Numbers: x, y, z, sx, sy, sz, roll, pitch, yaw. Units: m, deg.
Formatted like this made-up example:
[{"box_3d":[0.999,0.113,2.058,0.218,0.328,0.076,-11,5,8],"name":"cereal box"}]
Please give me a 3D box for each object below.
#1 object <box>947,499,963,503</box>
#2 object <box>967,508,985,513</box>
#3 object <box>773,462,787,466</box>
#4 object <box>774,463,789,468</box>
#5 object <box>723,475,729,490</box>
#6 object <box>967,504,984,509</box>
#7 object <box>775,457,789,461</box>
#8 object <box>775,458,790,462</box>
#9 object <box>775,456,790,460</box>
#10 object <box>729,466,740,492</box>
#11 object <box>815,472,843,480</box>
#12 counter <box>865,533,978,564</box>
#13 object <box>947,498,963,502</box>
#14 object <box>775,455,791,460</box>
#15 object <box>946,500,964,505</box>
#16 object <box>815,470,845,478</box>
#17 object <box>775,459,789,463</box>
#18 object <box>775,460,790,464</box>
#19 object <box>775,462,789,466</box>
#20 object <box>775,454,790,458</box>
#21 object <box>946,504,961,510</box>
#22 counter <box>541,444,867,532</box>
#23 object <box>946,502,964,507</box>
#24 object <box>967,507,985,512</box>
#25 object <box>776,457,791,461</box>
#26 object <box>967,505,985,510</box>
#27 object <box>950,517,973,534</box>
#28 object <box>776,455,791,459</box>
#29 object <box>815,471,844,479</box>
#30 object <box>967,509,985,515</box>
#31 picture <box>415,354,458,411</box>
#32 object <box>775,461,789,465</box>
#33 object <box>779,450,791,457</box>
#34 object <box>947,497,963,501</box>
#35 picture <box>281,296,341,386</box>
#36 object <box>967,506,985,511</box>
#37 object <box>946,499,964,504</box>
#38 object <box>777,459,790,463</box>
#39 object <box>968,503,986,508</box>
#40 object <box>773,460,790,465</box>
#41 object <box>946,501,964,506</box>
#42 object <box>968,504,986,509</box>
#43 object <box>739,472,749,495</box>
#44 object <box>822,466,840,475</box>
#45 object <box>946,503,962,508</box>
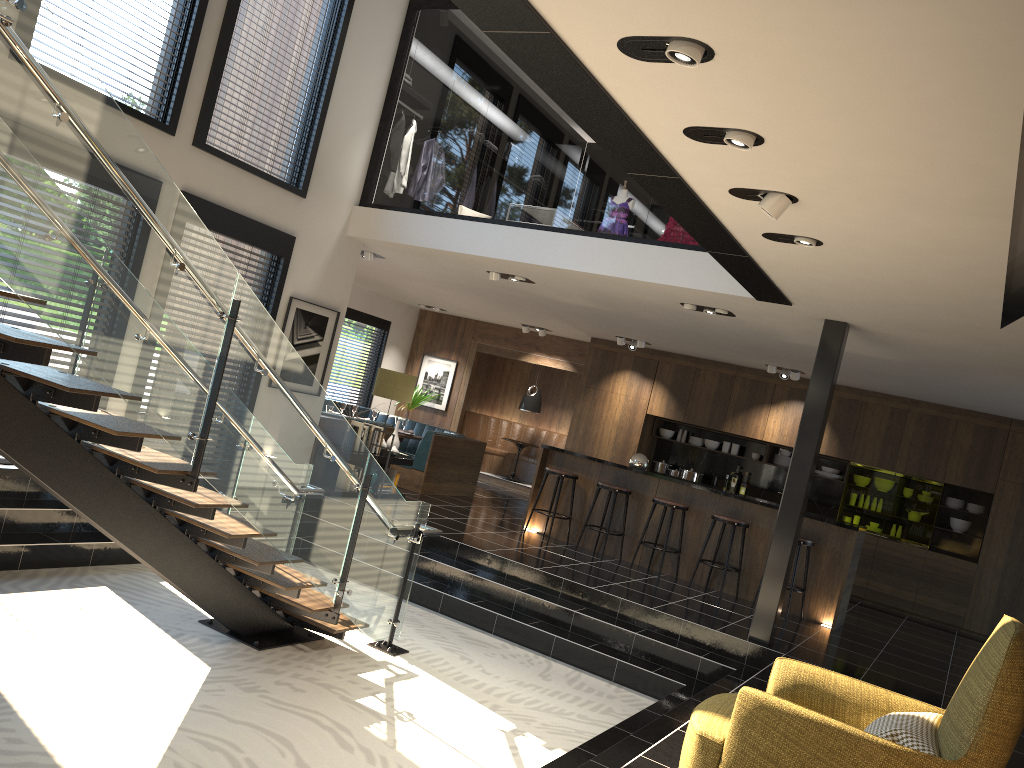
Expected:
[{"box_3d":[5.770,1.537,11.552,0.220,0.033,0.221,13,-2,38],"name":"object"},{"box_3d":[5.974,1.642,11.430,0.220,0.033,0.220,14,-1,12],"name":"object"},{"box_3d":[3.871,1.164,12.698,0.269,0.024,0.268,14,-1,-23],"name":"object"},{"box_3d":[3.869,1.171,12.698,0.269,0.024,0.268,14,-1,-23],"name":"object"},{"box_3d":[3.145,1.475,13.049,0.057,0.287,0.058,13,-1,42],"name":"object"},{"box_3d":[5.985,1.597,11.430,0.220,0.033,0.220,14,-1,12],"name":"object"},{"box_3d":[3.889,1.090,12.699,0.269,0.024,0.268,14,-1,-23],"name":"object"},{"box_3d":[3.886,1.101,12.699,0.269,0.024,0.268,14,-1,-23],"name":"object"},{"box_3d":[3.893,1.074,12.699,0.269,0.024,0.268,14,-1,-23],"name":"object"},{"box_3d":[3.252,1.415,13.005,0.133,0.451,0.116,13,-1,29],"name":"object"},{"box_3d":[4.408,1.288,12.319,0.438,0.039,0.437,14,-1,-25],"name":"object"},{"box_3d":[3.929,1.801,12.317,4.585,0.005,0.864,13,-1,29],"name":"counter"},{"box_3d":[5.773,1.524,11.552,0.220,0.033,0.221,13,-2,38],"name":"object"},{"box_3d":[3.895,1.064,12.699,0.269,0.024,0.268,14,-1,-23],"name":"object"},{"box_3d":[5.765,1.557,11.552,0.220,0.033,0.221,13,-2,38],"name":"object"},{"box_3d":[4.414,1.262,12.320,0.438,0.039,0.437,14,-1,-25],"name":"object"},{"box_3d":[3.882,1.117,12.698,0.269,0.024,0.268,14,-1,-23],"name":"object"},{"box_3d":[3.880,1.128,12.698,0.269,0.024,0.268,14,-1,-23],"name":"object"},{"box_3d":[3.873,1.155,12.698,0.269,0.024,0.268,14,-1,-23],"name":"object"},{"box_3d":[3.899,1.048,12.699,0.269,0.024,0.268,14,-1,-23],"name":"object"},{"box_3d":[5.754,1.604,11.551,0.220,0.033,0.221,13,-2,38],"name":"object"},{"box_3d":[2.029,1.118,9.837,3.568,0.041,0.699,13,-1,29],"name":"counter"},{"box_3d":[5.759,1.580,11.552,0.220,0.033,0.221,13,-2,38],"name":"object"},{"box_3d":[5.977,1.630,11.430,0.220,0.033,0.220,14,-1,12],"name":"object"},{"box_3d":[3.891,1.083,12.699,0.269,0.024,0.268,14,-1,-23],"name":"object"},{"box_3d":[5.982,1.607,11.430,0.220,0.033,0.220,14,-1,12],"name":"object"},{"box_3d":[5.808,1.843,11.500,0.264,0.170,0.264,14,-1,3],"name":"object"},{"box_3d":[3.897,1.057,12.699,0.269,0.024,0.268,14,-1,-23],"name":"object"},{"box_3d":[4.411,1.276,12.319,0.438,0.039,0.437,14,-1,-25],"name":"object"},{"box_3d":[5.971,1.654,11.430,0.220,0.033,0.220,14,-1,12],"name":"object"},{"box_3d":[-1.384,-0.031,15.844,0.747,0.911,0.028,13,-1,29],"name":"picture"},{"box_3d":[3.876,1.144,12.698,0.269,0.024,0.268,14,-1,-23],"name":"object"},{"box_3d":[3.907,1.005,12.700,0.168,0.087,0.167,15,-1,-42],"name":"object"},{"box_3d":[5.776,1.513,11.552,0.220,0.033,0.221,13,-2,38],"name":"object"},{"box_3d":[-2.093,-0.363,8.983,0.028,0.911,0.749,14,-1,29],"name":"picture"},{"box_3d":[5.979,1.620,11.430,0.220,0.033,0.220,14,-1,12],"name":"object"},{"box_3d":[5.768,1.547,11.552,0.220,0.033,0.221,13,-2,38],"name":"object"},{"box_3d":[3.884,1.110,12.699,0.269,0.024,0.268,14,-1,-23],"name":"object"},{"box_3d":[5.990,1.575,11.430,0.220,0.033,0.220,14,-1,12],"name":"object"},{"box_3d":[3.877,1.137,12.698,0.269,0.024,0.268,14,-1,-23],"name":"object"},{"box_3d":[5.762,1.569,11.552,0.220,0.033,0.221,13,-2,38],"name":"object"},{"box_3d":[5.987,1.588,11.430,0.220,0.033,0.220,14,-1,12],"name":"object"},{"box_3d":[3.384,1.475,12.936,0.077,0.395,0.077,14,-1,-19],"name":"object"},{"box_3d":[4.424,1.215,12.322,0.254,0.088,0.253,15,-1,-36],"name":"object"},{"box_3d":[5.757,1.591,11.551,0.220,0.033,0.221,13,-2,38],"name":"object"}]
